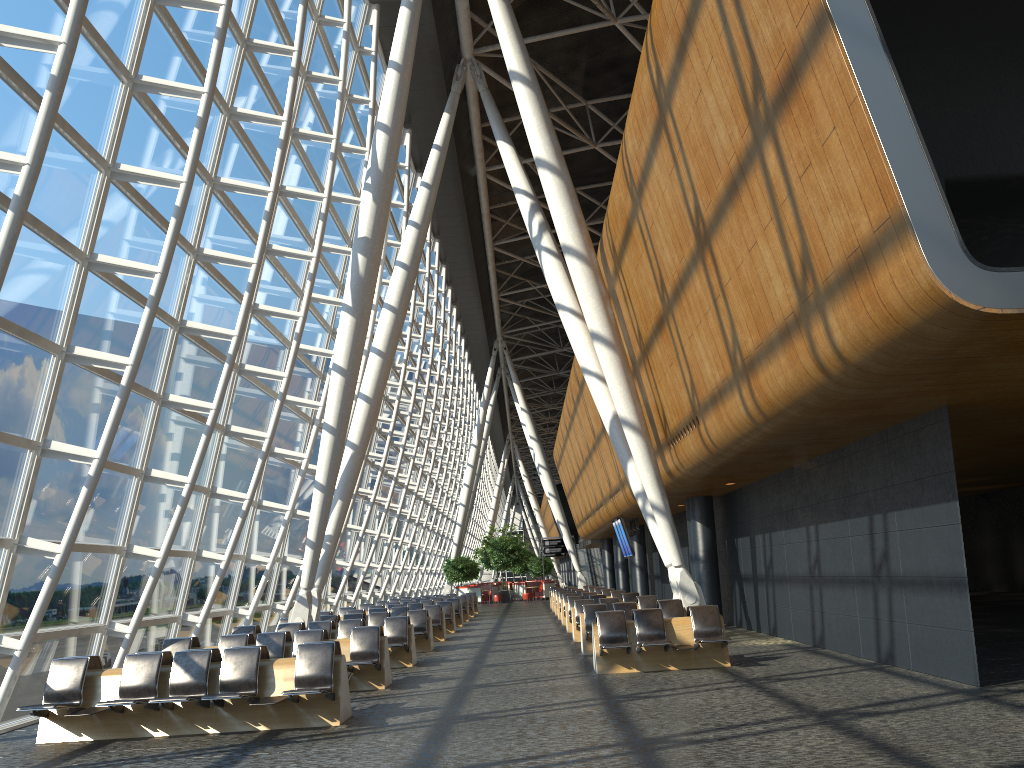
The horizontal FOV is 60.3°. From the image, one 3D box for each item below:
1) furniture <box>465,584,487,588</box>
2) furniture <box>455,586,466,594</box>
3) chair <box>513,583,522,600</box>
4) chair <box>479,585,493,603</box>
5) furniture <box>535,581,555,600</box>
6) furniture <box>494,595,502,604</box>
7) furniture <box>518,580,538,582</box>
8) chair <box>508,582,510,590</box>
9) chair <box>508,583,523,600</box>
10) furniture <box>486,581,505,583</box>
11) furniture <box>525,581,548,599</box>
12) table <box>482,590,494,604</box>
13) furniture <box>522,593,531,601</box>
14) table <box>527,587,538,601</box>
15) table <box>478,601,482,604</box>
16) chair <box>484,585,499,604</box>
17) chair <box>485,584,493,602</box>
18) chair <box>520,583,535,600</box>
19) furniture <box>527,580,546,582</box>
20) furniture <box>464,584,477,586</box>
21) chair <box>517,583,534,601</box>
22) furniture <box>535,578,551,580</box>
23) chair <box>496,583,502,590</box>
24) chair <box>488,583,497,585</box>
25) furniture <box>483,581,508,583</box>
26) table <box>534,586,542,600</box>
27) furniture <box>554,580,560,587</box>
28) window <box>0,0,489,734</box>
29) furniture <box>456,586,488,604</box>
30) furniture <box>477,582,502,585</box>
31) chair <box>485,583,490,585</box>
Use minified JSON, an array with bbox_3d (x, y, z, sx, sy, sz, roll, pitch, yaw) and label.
[{"bbox_3d":[-2.194,13.505,57.115,0.889,0.994,2.869,2,-13,-31],"label":"furniture"},{"bbox_3d":[-2.780,12.553,52.565,0.890,0.993,2.868,-5,-12,12],"label":"furniture"},{"bbox_3d":[0.506,12.264,52.152,0.627,0.997,0.665,-9,-10,35],"label":"chair"},{"bbox_3d":[-1.523,12.087,50.768,0.626,0.997,0.667,-7,-9,25],"label":"chair"},{"bbox_3d":[1.978,11.773,50.304,0.890,0.993,2.868,-5,-12,12],"label":"furniture"},{"bbox_3d":[-0.773,11.749,48.148,0.447,0.454,0.445,-12,-12,42],"label":"furniture"},{"bbox_3d":[1.357,14.858,64.344,0.898,0.995,2.842,-12,-14,42],"label":"furniture"},{"bbox_3d":[0.124,14.991,64.614,0.660,0.997,0.632,-1,-8,-15],"label":"chair"},{"bbox_3d":[0.245,12.528,53.294,0.666,0.997,0.626,-9,-10,35],"label":"chair"},{"bbox_3d":[-2.070,22.145,96.615,3.251,0.857,1.686,-4,-11,0],"label":"furniture"},{"bbox_3d":[1.512,12.431,53.205,0.889,0.994,2.869,2,-13,-31],"label":"furniture"},{"bbox_3d":[-1.245,11.681,48.374,0.799,0.740,0.810,2,-11,-28],"label":"table"},{"bbox_3d":[0.805,11.744,48.564,0.444,0.454,0.449,-6,-9,13],"label":"furniture"},{"bbox_3d":[1.169,11.655,48.929,0.801,0.740,0.809,-6,-10,16],"label":"table"},{"bbox_3d":[-1.751,12.060,49.977,0.799,0.740,0.810,2,-11,-28],"label":"table"},{"bbox_3d":[-1.189,11.779,49.444,0.664,0.997,0.628,-7,-9,25],"label":"chair"},{"bbox_3d":[-1.578,12.510,52.703,0.663,0.997,0.629,4,-11,-44],"label":"chair"},{"bbox_3d":[0.840,12.000,51.028,0.625,0.997,0.668,4,-11,-44],"label":"chair"},{"bbox_3d":[1.632,14.041,60.657,0.889,0.994,2.869,2,-13,-31],"label":"furniture"},{"bbox_3d":[-2.660,14.163,60.016,0.890,0.993,2.868,-5,-12,12],"label":"furniture"},{"bbox_3d":[0.771,11.764,49.923,0.663,0.997,0.629,4,-11,-44],"label":"chair"},{"bbox_3d":[3.544,22.490,99.776,1.896,0.857,1.686,-4,-11,0],"label":"furniture"},{"bbox_3d":[-1.069,13.389,56.895,0.664,0.997,0.628,-7,-9,25],"label":"chair"},{"bbox_3d":[-1.403,13.697,58.219,0.626,0.997,0.667,-7,-9,25],"label":"chair"},{"bbox_3d":[-2.022,22.789,99.597,3.251,0.857,1.686,-4,-11,0],"label":"furniture"},{"bbox_3d":[1.319,11.975,50.449,0.801,0.740,0.809,-6,-10,16],"label":"table"},{"bbox_3d":[3.159,17.335,75.917,1.896,0.857,1.686,-4,-11,0],"label":"furniture"},{"bbox_3d":[-3.593,11.288,76.823,3.720,13.839,168.854,-4,-12,0],"label":"window"},{"bbox_3d":[-2.315,11.895,49.664,0.889,0.994,2.869,2,-13,-31],"label":"furniture"},{"bbox_3d":[-1.614,15.979,68.679,0.898,0.995,2.842,-12,-14,42],"label":"furniture"},{"bbox_3d":[-1.807,15.230,65.173,0.623,0.997,0.669,2,-10,-34],"label":"chair"}]
